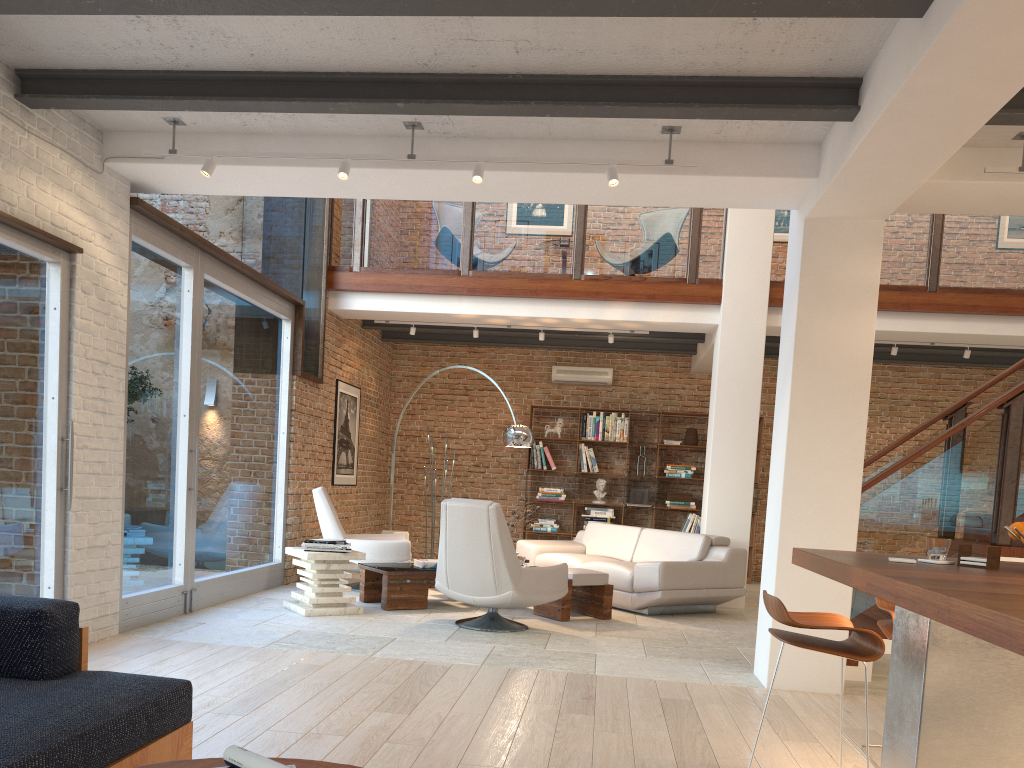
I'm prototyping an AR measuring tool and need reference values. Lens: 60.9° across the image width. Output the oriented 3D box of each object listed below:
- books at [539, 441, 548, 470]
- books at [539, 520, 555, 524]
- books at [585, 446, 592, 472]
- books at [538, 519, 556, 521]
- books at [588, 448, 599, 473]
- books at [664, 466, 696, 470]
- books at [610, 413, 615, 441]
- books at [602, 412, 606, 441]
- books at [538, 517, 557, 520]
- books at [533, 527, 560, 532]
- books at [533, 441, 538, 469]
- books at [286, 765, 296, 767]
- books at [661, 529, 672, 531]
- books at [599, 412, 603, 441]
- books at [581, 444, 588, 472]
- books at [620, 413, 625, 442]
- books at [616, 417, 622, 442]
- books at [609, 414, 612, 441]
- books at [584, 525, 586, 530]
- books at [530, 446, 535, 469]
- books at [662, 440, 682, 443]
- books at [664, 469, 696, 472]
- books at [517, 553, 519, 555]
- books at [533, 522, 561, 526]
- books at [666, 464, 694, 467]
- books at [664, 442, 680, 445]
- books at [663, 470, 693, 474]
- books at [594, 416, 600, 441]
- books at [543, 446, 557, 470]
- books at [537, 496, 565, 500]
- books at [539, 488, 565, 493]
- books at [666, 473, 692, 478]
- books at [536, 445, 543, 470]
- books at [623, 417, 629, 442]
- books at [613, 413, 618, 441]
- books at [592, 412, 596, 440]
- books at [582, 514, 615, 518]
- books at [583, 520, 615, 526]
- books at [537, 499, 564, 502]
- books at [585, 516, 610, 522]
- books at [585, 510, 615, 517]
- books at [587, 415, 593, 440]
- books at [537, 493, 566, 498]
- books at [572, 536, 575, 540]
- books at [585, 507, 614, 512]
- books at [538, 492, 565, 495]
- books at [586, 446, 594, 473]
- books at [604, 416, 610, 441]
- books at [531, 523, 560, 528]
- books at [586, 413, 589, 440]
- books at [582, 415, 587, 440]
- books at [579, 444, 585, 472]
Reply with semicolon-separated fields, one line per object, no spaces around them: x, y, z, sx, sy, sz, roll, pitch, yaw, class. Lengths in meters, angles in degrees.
0.426;0.971;11.777;0.121;0.382;0.243;4;1;6;books
0.474;1.875;11.849;0.205;0.034;0.133;3;-6;6;books
1.028;1.018;11.720;0.124;0.349;0.272;4;0;6;books
0.471;1.849;11.854;0.236;0.019;0.171;3;-6;-1;books
1.097;1.030;11.708;0.158;0.329;0.254;4;0;6;books
2.227;1.119;11.581;0.380;0.036;0.245;3;-6;0;books
1.344;0.586;11.672;0.036;0.384;0.243;4;1;7;books
1.229;0.579;11.670;0.036;0.384;0.243;4;1;7;books
0.479;1.820;11.831;0.252;0.017;0.163;3;-6;6;books
0.473;1.972;11.833;0.325;0.055;0.256;2;-6;16;books
0.321;0.966;11.800;0.091;0.385;0.243;4;1;7;books
-0.538;0.808;1.705;0.253;0.011;0.318;6;-7;-19;books
2.066;1.974;11.684;0.132;0.034;0.206;3;-6;1;books
1.192;0.576;11.664;0.036;0.384;0.243;4;1;7;books
0.976;0.998;11.715;0.103;0.384;0.243;4;1;6;books
1.473;0.590;11.645;0.036;0.384;0.243;4;1;7;books
1.423;0.615;11.646;0.055;0.330;0.254;4;0;7;books
1.313;0.596;11.662;0.021;0.359;0.271;4;0;7;books
1.158;1.942;11.768;0.361;0.055;0.284;2;-6;8;books
0.283;0.963;11.796;0.091;0.385;0.243;4;1;7;books
2.110;0.764;11.536;0.236;0.019;0.171;3;-6;-1;books
2.225;1.148;11.591;0.380;0.018;0.245;4;-6;-1;books
-0.155;1.682;8.612;0.249;0.074;0.404;-1;-8;38;books
0.472;1.898;11.827;0.380;0.018;0.245;4;-6;-1;books
2.229;1.093;11.599;0.355;0.020;0.273;3;-6;5;books
2.113;0.790;11.530;0.205;0.034;0.133;3;-6;6;books
2.209;1.176;11.605;0.379;0.036;0.245;3;-6;6;books
1.145;0.604;11.691;0.055;0.330;0.254;4;0;7;books
0.518;1.009;11.793;0.195;0.319;0.254;4;0;6;books
0.522;1.541;11.797;0.379;0.036;0.245;3;-6;1;books
0.546;1.439;11.799;0.326;0.055;0.256;2;-6;8;books
2.226;1.222;11.598;0.325;0.055;0.256;2;-6;16;books
0.372;0.996;11.816;0.102;0.334;0.254;4;0;6;books
1.522;0.622;11.658;0.055;0.330;0.254;4;0;7;books
1.380;0.586;11.655;0.036;0.384;0.243;4;1;7;books
1.099;0.572;11.679;0.036;0.384;0.243;4;1;7;books
1.166;1.781;11.741;0.444;0.020;0.273;3;-6;6;books
1.171;1.881;11.746;0.380;0.064;0.245;4;-6;-7;books
0.530;1.571;11.804;0.355;0.020;0.273;3;-6;6;books
1.146;1.817;11.733;0.326;0.055;0.256;3;-6;1;books
1.179;1.741;11.755;0.379;0.064;0.245;3;-6;0;books
1.050;0.597;11.682;0.055;0.330;0.254;4;0;7;books
0.534;1.504;11.786;0.380;0.036;0.245;3;-6;0;books
0.832;2.256;11.812;0.036;0.384;0.243;4;1;7;books
1.177;1.689;11.748;0.379;0.036;0.245;3;-6;6;books
0.536;1.477;11.804;0.355;0.020;0.273;3;-6;5;books
1.051;1.020;11.727;0.124;0.349;0.272;4;0;6;books
1.273;0.607;11.653;0.055;0.330;0.254;4;0;7;books
0.456;1.926;11.841;0.379;0.036;0.245;3;-6;6;books
1.014;0.583;11.702;0.021;0.359;0.271;4;0;7;books
0.975;0.596;11.709;0.055;0.330;0.254;4;0;7;books
0.941;0.998;11.742;0.101;0.384;0.243;4;1;6;books
